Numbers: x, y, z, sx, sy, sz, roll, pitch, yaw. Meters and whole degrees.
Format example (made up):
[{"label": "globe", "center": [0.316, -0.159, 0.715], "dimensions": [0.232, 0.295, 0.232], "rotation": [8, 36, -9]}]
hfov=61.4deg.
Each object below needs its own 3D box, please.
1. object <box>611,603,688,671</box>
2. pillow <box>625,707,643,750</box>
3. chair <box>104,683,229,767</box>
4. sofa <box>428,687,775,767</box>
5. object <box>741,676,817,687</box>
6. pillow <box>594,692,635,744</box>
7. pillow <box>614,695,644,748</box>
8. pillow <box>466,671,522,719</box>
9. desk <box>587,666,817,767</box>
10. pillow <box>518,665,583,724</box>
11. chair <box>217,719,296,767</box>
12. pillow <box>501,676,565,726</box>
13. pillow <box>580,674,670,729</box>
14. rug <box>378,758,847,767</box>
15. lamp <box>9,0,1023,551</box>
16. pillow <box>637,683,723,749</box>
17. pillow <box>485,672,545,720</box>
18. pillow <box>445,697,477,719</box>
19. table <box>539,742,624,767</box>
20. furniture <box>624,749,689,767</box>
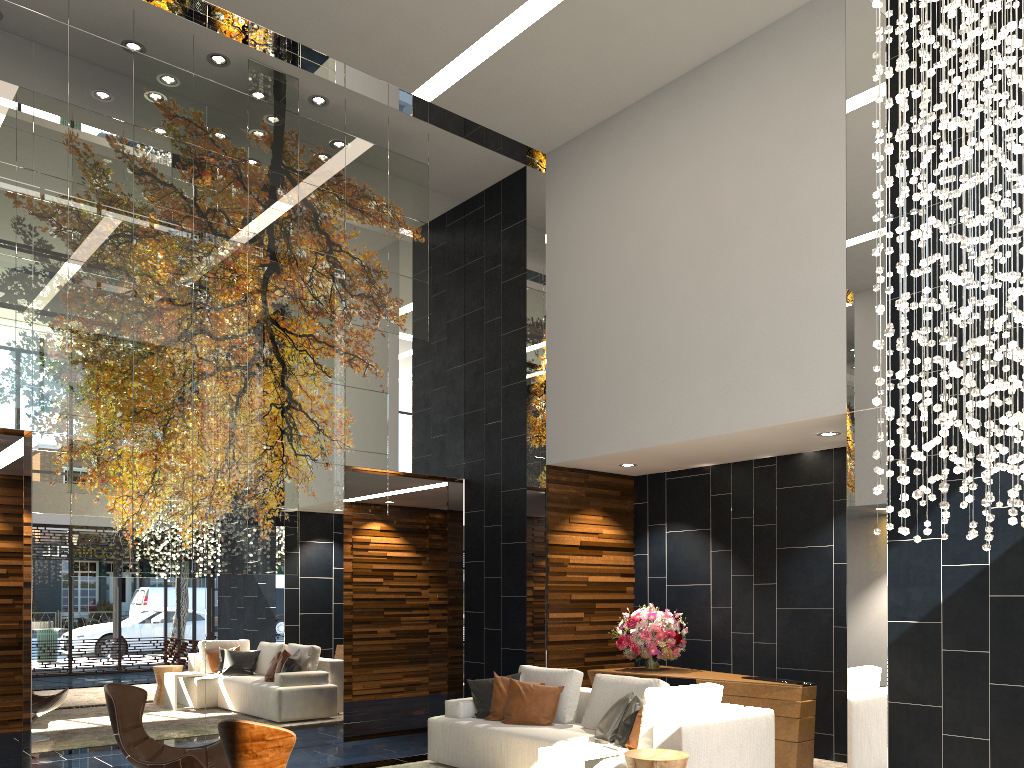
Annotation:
[{"label": "object", "center": [1.383, 2.498, 8.528], "dimensions": [0.667, 0.663, 0.700], "rotation": [-6, -10, 41]}, {"label": "pillow", "center": [0.982, 2.357, 6.015], "dimensions": [0.526, 0.405, 0.271], "rotation": [9, -9, -44]}, {"label": "chair", "center": [-2.158, 2.343, 5.417], "dimensions": [0.789, 0.913, 0.687], "rotation": [1, -5, -13]}, {"label": "sofa", "center": [0.454, 2.786, 6.735], "dimensions": [1.306, 0.667, 2.896], "rotation": [9, -16, -39]}, {"label": "object", "center": [2.316, 2.565, 7.447], "dimensions": [0.243, 0.026, 0.726], "rotation": [7, -16, -28]}, {"label": "pillow", "center": [0.762, 2.449, 6.328], "dimensions": [0.299, 0.356, 0.518], "rotation": [-1, -9, 9]}, {"label": "pillow", "center": [0.887, 2.414, 6.194], "dimensions": [0.256, 0.405, 0.567], "rotation": [-1, -9, 17]}, {"label": "pillow", "center": [-0.134, 2.690, 7.455], "dimensions": [0.554, 0.408, 0.259], "rotation": [-1, -4, 8]}, {"label": "desk", "center": [1.842, 3.086, 8.047], "dimensions": [1.001, 0.732, 2.279], "rotation": [7, -14, -39]}, {"label": "pillow", "center": [0.292, 2.651, 7.390], "dimensions": [0.249, 0.442, 0.730], "rotation": [3, -10, -40]}, {"label": "chair", "center": [-1.005, 2.037, 4.176], "dimensions": [0.677, 0.911, 0.803], "rotation": [-2, -6, 17]}, {"label": "pillow", "center": [0.160, 2.630, 7.126], "dimensions": [0.521, 0.406, 0.272], "rotation": [-3, -5, 20]}, {"label": "pillow", "center": [0.871, 2.488, 6.701], "dimensions": [0.292, 0.427, 0.730], "rotation": [4, -10, -39]}, {"label": "rug", "center": [0.114, 3.041, 6.364], "dimensions": [5.974, 0.006, 3.264], "rotation": [12, -18, -39]}, {"label": "lamp", "center": [-3.247, -43.918, 8.211], "dimensions": [399.751, 111.630, 410.082], "rotation": [3, -13, -14]}, {"label": "pillow", "center": [1.161, 2.289, 5.912], "dimensions": [0.720, 0.449, 0.220], "rotation": [8, -7, -39]}, {"label": "pillow", "center": [0.024, 2.650, 7.305], "dimensions": [0.550, 0.423, 0.246], "rotation": [-2, -4, 15]}, {"label": "pillow", "center": [-0.305, 2.864, 7.671], "dimensions": [0.242, 0.148, 0.633], "rotation": [-10, -16, 43]}, {"label": "table", "center": [0.458, 2.646, 5.711], "dimensions": [0.404, 0.457, 0.405], "rotation": [5, -8, -40]}, {"label": "furniture", "center": [0.874, 2.499, 5.220], "dimensions": [0.393, 0.511, 0.400], "rotation": [0, -6, -5]}]
